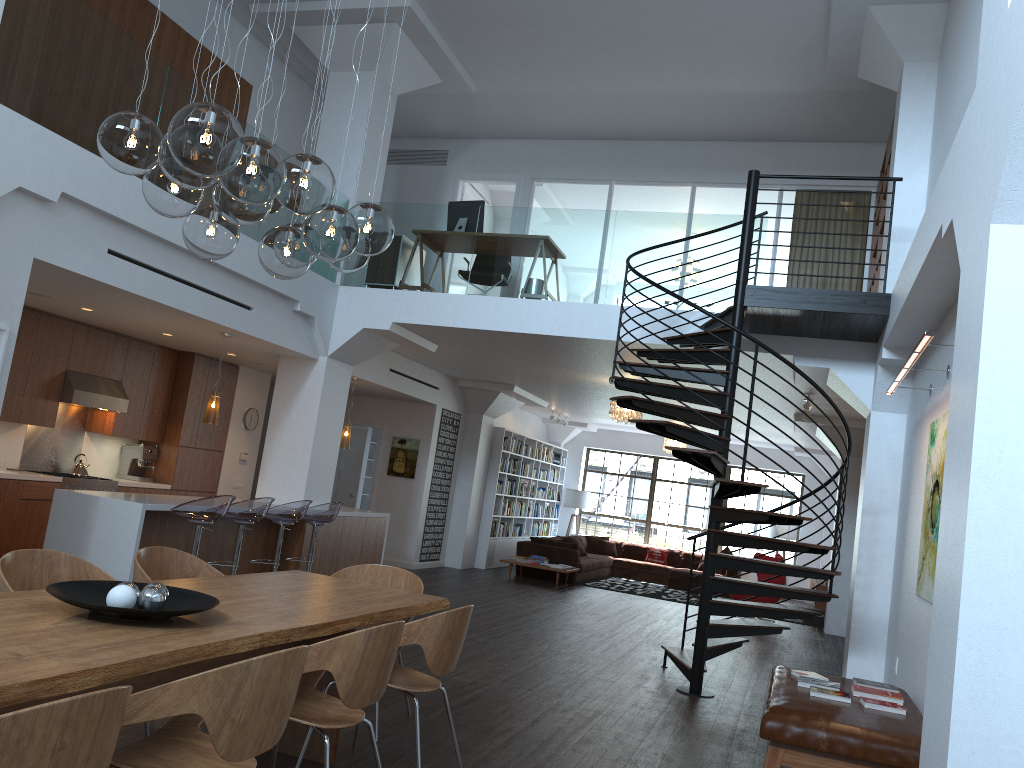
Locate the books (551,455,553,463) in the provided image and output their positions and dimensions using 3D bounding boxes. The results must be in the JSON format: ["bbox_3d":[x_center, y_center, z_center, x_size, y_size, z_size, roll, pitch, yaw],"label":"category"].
[{"bbox_3d":[0.757,1.518,18.434,0.160,0.251,0.031,6,-7,18],"label":"books"}]

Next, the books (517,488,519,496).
[{"bbox_3d":[0.040,1.939,16.431,0.160,0.251,0.031,6,-7,18],"label":"books"}]

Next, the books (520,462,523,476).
[{"bbox_3d":[0.107,1.568,16.466,0.182,0.253,0.034,6,-7,18],"label":"books"}]

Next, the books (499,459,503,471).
[{"bbox_3d":[-0.256,1.402,15.355,0.161,0.218,0.101,6,-7,18],"label":"books"}]

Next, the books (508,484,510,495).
[{"bbox_3d":[-0.120,1.867,15.893,0.161,0.223,0.027,6,-7,18],"label":"books"}]

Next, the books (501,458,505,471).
[{"bbox_3d":[-0.230,1.403,15.412,0.172,0.235,0.112,6,-7,18],"label":"books"}]

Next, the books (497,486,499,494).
[{"bbox_3d":[-0.297,1.796,15.319,0.128,0.178,0.021,6,-7,18],"label":"books"}]

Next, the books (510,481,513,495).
[{"bbox_3d":[-0.080,1.872,16.018,0.182,0.253,0.034,6,-7,18],"label":"books"}]

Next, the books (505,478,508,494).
[{"bbox_3d":[-0.182,1.802,15.716,0.176,0.290,0.053,6,-7,18],"label":"books"}]

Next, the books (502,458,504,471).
[{"bbox_3d":[-0.227,1.407,15.456,0.172,0.239,0.093,6,-7,18],"label":"books"}]

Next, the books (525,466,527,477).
[{"bbox_3d":[0.193,1.629,16.752,0.161,0.223,0.027,6,-7,18],"label":"books"}]

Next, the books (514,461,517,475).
[{"bbox_3d":[-0.005,1.521,16.153,0.174,0.240,0.054,6,-7,18],"label":"books"}]

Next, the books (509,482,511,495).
[{"bbox_3d":[-0.111,1.871,15.953,0.167,0.230,0.037,6,-7,18],"label":"books"}]

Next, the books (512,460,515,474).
[{"bbox_3d":[-0.047,1.496,16.051,0.183,0.253,0.042,6,-7,18],"label":"books"}]

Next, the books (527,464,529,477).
[{"bbox_3d":[0.227,1.639,16.866,0.174,0.239,0.045,6,-7,18],"label":"books"}]

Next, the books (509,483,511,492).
[{"bbox_3d":[-0.114,1.871,15.919,0.161,0.223,0.026,6,-7,18],"label":"books"}]

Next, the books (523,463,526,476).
[{"bbox_3d":[0.155,1.594,16.632,0.182,0.253,0.034,6,-7,18],"label":"books"}]

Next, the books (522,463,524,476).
[{"bbox_3d":[0.125,1.585,16.536,0.174,0.239,0.045,6,-7,18],"label":"books"}]

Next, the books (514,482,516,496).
[{"bbox_3d":[-0.023,1.899,16.180,0.182,0.253,0.034,6,-7,18],"label":"books"}]

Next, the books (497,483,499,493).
[{"bbox_3d":[-0.301,1.793,15.299,0.128,0.178,0.022,6,-7,18],"label":"books"}]

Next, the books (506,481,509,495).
[{"bbox_3d":[-0.157,1.840,15.783,0.174,0.239,0.045,6,-7,18],"label":"books"}]

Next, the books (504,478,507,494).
[{"bbox_3d":[-0.205,1.796,15.660,0.197,0.283,0.065,6,-7,18],"label":"books"}]

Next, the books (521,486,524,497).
[{"bbox_3d":[0.140,2.010,16.715,0.161,0.207,0.135,6,-7,18],"label":"books"}]

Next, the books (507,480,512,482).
[{"bbox_3d":[-0.112,1.864,15.993,0.182,0.253,0.034,6,-7,18],"label":"books"}]

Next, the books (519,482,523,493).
[{"bbox_3d":[0.096,1.967,16.607,0.183,0.253,0.042,6,-7,18],"label":"books"}]

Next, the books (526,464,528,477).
[{"bbox_3d":[0.209,1.628,16.819,0.170,0.245,0.057,6,-7,18],"label":"books"}]

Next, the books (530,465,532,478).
[{"bbox_3d":[0.295,1.667,17.063,0.159,0.250,0.026,6,-7,18],"label":"books"}]

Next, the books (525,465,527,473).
[{"bbox_3d":[0.183,1.625,16.727,0.161,0.223,0.026,6,-7,18],"label":"books"}]

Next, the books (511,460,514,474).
[{"bbox_3d":[-0.066,1.489,15.981,0.171,0.246,0.039,6,-7,18],"label":"books"}]

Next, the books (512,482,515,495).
[{"bbox_3d":[-0.050,1.894,16.111,0.174,0.239,0.045,6,-7,18],"label":"books"}]

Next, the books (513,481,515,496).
[{"bbox_3d":[-0.043,1.893,16.151,0.182,0.253,0.034,6,-7,18],"label":"books"}]

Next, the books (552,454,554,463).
[{"bbox_3d":[0.779,1.542,18.491,0.161,0.223,0.033,6,-7,18],"label":"books"}]

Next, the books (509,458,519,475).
[{"bbox_3d":[0.015,1.515,16.269,0.198,0.284,0.049,6,-7,18],"label":"books"}]

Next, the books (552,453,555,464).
[{"bbox_3d":[0.797,1.548,18.518,0.161,0.223,0.032,6,-7,18],"label":"books"}]

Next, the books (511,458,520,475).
[{"bbox_3d":[0.047,1.522,16.313,0.176,0.291,0.053,6,-7,18],"label":"books"}]

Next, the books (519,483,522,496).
[{"bbox_3d":[0.071,1.957,16.497,0.174,0.240,0.054,6,-7,18],"label":"books"}]

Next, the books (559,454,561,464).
[{"bbox_3d":[0.939,1.611,19.006,0.183,0.253,0.042,6,-7,18],"label":"books"}]

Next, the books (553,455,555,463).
[{"bbox_3d":[0.801,1.552,18.553,0.161,0.223,0.033,6,-7,18],"label":"books"}]

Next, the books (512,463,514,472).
[{"bbox_3d":[-0.059,1.506,16.014,0.161,0.223,0.033,6,-7,18],"label":"books"}]

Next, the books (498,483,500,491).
[{"bbox_3d":[-0.295,1.796,15.346,0.134,0.184,0.030,6,-7,18],"label":"books"}]

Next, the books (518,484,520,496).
[{"bbox_3d":[0.056,1.958,16.456,0.161,0.223,0.032,6,-7,18],"label":"books"}]

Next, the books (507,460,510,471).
[{"bbox_3d":[-0.144,1.455,15.740,0.174,0.236,0.142,6,-7,19],"label":"books"}]

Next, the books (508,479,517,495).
[{"bbox_3d":[-0.011,1.890,16.244,0.176,0.294,0.102,6,-7,18],"label":"books"}]

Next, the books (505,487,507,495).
[{"bbox_3d":[-0.175,1.842,15.751,0.161,0.223,0.027,6,-7,18],"label":"books"}]

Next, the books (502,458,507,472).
[{"bbox_3d":[-0.209,1.412,15.491,0.174,0.242,0.105,6,-7,18],"label":"books"}]

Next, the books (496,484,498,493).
[{"bbox_3d":[-0.321,1.775,15.250,0.136,0.196,0.045,6,-7,18],"label":"books"}]

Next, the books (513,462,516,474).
[{"bbox_3d":[-0.025,1.518,16.080,0.161,0.223,0.032,6,-7,18],"label":"books"}]

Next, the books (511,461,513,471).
[{"bbox_3d":[-0.080,1.480,15.945,0.160,0.251,0.039,6,-7,18],"label":"books"}]

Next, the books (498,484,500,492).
[{"bbox_3d":[-0.286,1.804,15.370,0.128,0.178,0.022,6,-7,18],"label":"books"}]

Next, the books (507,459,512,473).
[{"bbox_3d":[-0.115,1.460,15.825,0.183,0.253,0.042,6,-7,18],"label":"books"}]

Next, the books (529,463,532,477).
[{"bbox_3d":[0.262,1.638,17.001,0.197,0.283,0.065,6,-7,18],"label":"books"}]

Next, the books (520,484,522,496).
[{"bbox_3d":[0.097,1.977,16.566,0.161,0.223,0.032,6,-7,18],"label":"books"}]

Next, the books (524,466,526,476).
[{"bbox_3d":[0.166,1.615,16.699,0.167,0.230,0.037,6,-7,18],"label":"books"}]

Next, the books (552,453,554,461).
[{"bbox_3d":[0.773,1.537,18.458,0.161,0.223,0.032,6,-7,18],"label":"books"}]

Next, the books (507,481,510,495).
[{"bbox_3d":[-0.145,1.844,15.833,0.170,0.245,0.057,6,-7,18],"label":"books"}]

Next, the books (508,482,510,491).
[{"bbox_3d":[-0.133,1.848,15.873,0.159,0.250,0.026,6,-7,18],"label":"books"}]

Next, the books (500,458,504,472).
[{"bbox_3d":[-0.243,1.400,15.382,0.152,0.232,0.104,6,-7,18],"label":"books"}]

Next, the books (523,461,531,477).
[{"bbox_3d":[0.248,1.626,16.943,0.176,0.290,0.053,6,-7,18],"label":"books"}]

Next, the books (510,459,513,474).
[{"bbox_3d":[-0.094,1.470,15.909,0.180,0.259,0.042,6,-7,18],"label":"books"}]
